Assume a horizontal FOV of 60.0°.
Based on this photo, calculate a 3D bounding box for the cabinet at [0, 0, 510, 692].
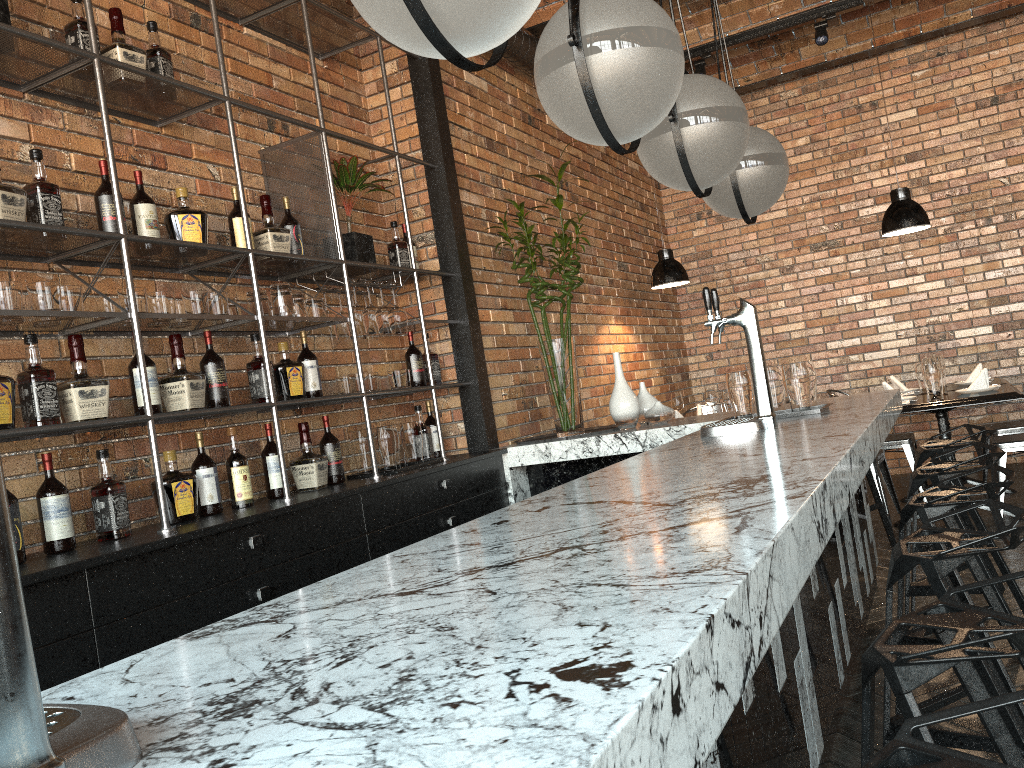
[{"bbox_3d":[-1.883,-0.374,1.660,0.564,3.779,7.075,-9,-1,26],"label":"cabinet"}]

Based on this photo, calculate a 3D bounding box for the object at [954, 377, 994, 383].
[{"bbox_3d":[3.270,-0.024,6.281,0.255,0.019,0.157,-9,-1,27],"label":"object"}]

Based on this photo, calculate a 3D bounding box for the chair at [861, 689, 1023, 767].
[{"bbox_3d":[0.439,0.725,0.859,0.414,0.737,0.475,-9,-1,21],"label":"chair"}]

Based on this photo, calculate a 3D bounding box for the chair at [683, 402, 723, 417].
[{"bbox_3d":[1.592,0.593,6.978,0.504,0.857,0.558,-9,-1,21],"label":"chair"}]

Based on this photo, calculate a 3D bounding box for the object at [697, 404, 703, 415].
[{"bbox_3d":[1.402,0.219,6.618,0.232,0.139,0.232,-8,-1,-31],"label":"object"}]

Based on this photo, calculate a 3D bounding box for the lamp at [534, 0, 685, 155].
[{"bbox_3d":[0.114,-1.391,2.026,0.340,1.754,0.340,-9,-1,-18],"label":"lamp"}]

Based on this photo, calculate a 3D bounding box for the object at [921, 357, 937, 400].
[{"bbox_3d":[2.472,-0.033,5.229,0.092,0.244,0.092,-9,-1,-2],"label":"object"}]

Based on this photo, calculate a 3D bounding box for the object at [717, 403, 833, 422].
[{"bbox_3d":[1.085,0.127,3.661,0.437,0.019,0.273,-9,-1,26],"label":"object"}]

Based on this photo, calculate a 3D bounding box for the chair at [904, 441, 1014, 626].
[{"bbox_3d":[1.503,0.597,3.034,0.414,0.737,0.475,-9,-1,21],"label":"chair"}]

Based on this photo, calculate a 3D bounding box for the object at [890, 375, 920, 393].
[{"bbox_3d":[2.748,0.002,6.258,0.232,0.139,0.232,-9,-1,20],"label":"object"}]

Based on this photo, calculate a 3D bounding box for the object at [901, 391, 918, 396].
[{"bbox_3d":[2.659,0.067,6.056,0.255,0.019,0.157,-9,-1,27],"label":"object"}]

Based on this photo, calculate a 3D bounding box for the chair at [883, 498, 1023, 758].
[{"bbox_3d":[0.975,0.660,1.955,0.414,0.737,0.475,-9,-1,21],"label":"chair"}]

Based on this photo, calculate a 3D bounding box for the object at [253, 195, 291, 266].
[{"bbox_3d":[-0.984,-0.627,3.602,0.123,0.279,0.123,-10,-1,35],"label":"object"}]

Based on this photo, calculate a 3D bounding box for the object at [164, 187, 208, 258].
[{"bbox_3d":[-1.182,-0.587,3.221,0.151,0.248,0.094,-8,-1,-35],"label":"object"}]

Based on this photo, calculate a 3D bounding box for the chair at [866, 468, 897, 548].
[{"bbox_3d":[1.690,0.596,4.620,0.475,0.737,0.414,-10,-1,31],"label":"chair"}]

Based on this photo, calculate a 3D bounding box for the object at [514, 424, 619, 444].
[{"bbox_3d":[0.316,0.269,4.751,0.622,0.014,0.622,-9,-1,-1],"label":"object"}]

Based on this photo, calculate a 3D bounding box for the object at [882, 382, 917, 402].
[{"bbox_3d":[2.363,0.048,5.471,0.232,0.139,0.232,-9,-1,20],"label":"object"}]

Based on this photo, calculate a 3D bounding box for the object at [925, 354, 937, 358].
[{"bbox_3d":[2.857,-0.079,6.015,0.092,0.244,0.092,-9,-1,-2],"label":"object"}]

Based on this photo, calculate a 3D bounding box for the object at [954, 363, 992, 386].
[{"bbox_3d":[3.139,-0.063,6.056,0.232,0.139,0.232,-9,-1,20],"label":"object"}]

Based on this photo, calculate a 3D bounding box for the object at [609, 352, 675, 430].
[{"bbox_3d":[0.631,0.025,4.575,0.316,0.397,0.319,-9,-1,-15],"label":"object"}]

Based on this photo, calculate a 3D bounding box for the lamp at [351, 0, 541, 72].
[{"bbox_3d":[-0.208,-1.353,1.369,0.340,1.754,0.340,-9,-1,-18],"label":"lamp"}]

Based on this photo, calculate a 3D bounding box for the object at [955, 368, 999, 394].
[{"bbox_3d":[2.754,-0.017,5.270,0.232,0.139,0.232,-9,-1,20],"label":"object"}]

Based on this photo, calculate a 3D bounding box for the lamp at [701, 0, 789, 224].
[{"bbox_3d":[0.757,-1.468,3.341,0.340,1.754,0.340,-9,-1,-18],"label":"lamp"}]

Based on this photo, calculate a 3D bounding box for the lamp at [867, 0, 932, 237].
[{"bbox_3d":[2.277,-1.746,5.423,0.291,1.653,0.291,-9,-1,-19],"label":"lamp"}]

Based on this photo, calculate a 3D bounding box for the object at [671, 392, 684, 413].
[{"bbox_3d":[1.217,0.186,6.488,0.092,0.244,0.092,-10,-1,32],"label":"object"}]

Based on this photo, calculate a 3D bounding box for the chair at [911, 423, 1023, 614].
[{"bbox_3d":[1.812,0.560,3.665,0.414,0.737,0.475,-9,-1,16],"label":"chair"}]

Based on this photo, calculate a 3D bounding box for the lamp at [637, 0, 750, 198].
[{"bbox_3d":[0.435,-1.430,2.684,0.340,1.754,0.340,-9,-1,-18],"label":"lamp"}]

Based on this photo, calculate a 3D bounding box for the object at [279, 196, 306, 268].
[{"bbox_3d":[-0.934,-0.643,3.745,0.086,0.297,0.086,-9,-1,-15],"label":"object"}]

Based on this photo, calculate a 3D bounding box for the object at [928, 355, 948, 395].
[{"bbox_3d":[2.616,-0.051,5.448,0.092,0.244,0.092,-9,-1,-2],"label":"object"}]

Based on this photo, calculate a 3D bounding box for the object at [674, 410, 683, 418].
[{"bbox_3d":[1.202,0.243,6.222,0.232,0.139,0.232,-9,-1,20],"label":"object"}]

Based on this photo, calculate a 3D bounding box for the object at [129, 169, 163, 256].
[{"bbox_3d":[-1.285,-0.600,3.092,0.086,0.298,0.086,-9,-1,-15],"label":"object"}]

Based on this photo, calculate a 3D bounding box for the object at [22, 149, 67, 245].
[{"bbox_3d":[-1.436,-0.575,2.710,0.083,0.282,0.083,-9,-1,26],"label":"object"}]

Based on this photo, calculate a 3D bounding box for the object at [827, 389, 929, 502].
[{"bbox_3d":[2.596,0.424,6.296,0.558,0.857,0.504,-9,-1,26],"label":"object"}]

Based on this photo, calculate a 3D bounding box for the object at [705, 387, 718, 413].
[{"bbox_3d":[1.434,0.150,6.343,0.092,0.244,0.092,-10,-1,32],"label":"object"}]

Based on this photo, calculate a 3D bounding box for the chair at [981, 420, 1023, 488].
[{"bbox_3d":[3.423,0.287,5.910,0.558,0.857,0.504,-9,-1,16],"label":"chair"}]

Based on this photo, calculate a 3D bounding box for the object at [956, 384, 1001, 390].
[{"bbox_3d":[2.885,0.022,5.495,0.255,0.019,0.157,-9,-1,27],"label":"object"}]

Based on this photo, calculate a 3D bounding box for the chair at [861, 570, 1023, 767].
[{"bbox_3d":[0.694,0.694,1.380,0.414,0.737,0.475,-10,-1,36],"label":"chair"}]

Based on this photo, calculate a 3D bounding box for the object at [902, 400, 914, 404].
[{"bbox_3d":[2.274,0.113,5.270,0.255,0.019,0.157,-9,-1,27],"label":"object"}]

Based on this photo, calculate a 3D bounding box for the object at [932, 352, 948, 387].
[{"bbox_3d":[3.001,-0.098,6.235,0.092,0.244,0.092,-9,-1,-2],"label":"object"}]

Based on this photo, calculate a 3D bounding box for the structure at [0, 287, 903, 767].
[{"bbox_3d":[-0.104,0.486,2.361,1.930,1.430,5.346,-9,-1,26],"label":"structure"}]

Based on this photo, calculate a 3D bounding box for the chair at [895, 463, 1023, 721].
[{"bbox_3d":[1.247,0.627,2.511,0.414,0.737,0.475,-10,-1,31],"label":"chair"}]

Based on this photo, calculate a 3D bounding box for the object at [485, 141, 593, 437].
[{"bbox_3d":[0.227,-0.494,4.763,0.584,1.546,0.673,-8,-1,-25],"label":"object"}]

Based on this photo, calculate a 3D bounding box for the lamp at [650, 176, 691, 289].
[{"bbox_3d":[1.023,-1.531,6.455,0.291,1.653,0.291,-9,-1,1],"label":"lamp"}]
